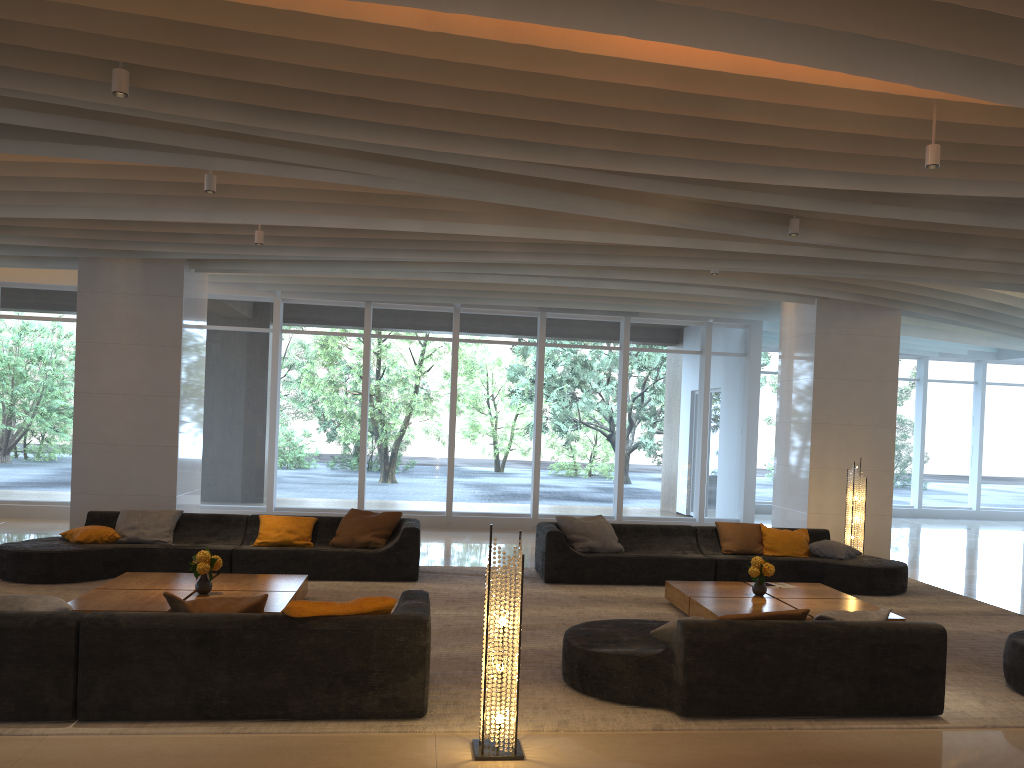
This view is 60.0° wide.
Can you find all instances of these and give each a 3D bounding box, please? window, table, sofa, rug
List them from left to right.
[{"bbox_3d":[-5.310,0.146,11.193,55.464,3.221,21.753,4,-3,-41],"label":"window"},{"bbox_3d":[-2.382,1.550,5.205,3.794,0.582,0.937,3,-2,-8],"label":"sofa"},{"bbox_3d":[-2.940,1.915,7.300,16.292,0.022,5.489,3,-2,-8],"label":"rug"},{"bbox_3d":[-2.613,1.816,7.341,1.608,0.220,1.594,3,-2,-7],"label":"table"},{"bbox_3d":[-3.038,1.698,9.243,4.165,0.583,1.345,3,-2,-9],"label":"sofa"},{"bbox_3d":[2.356,1.951,10.115,4.184,0.582,1.338,2,-2,-1],"label":"sofa"},{"bbox_3d":[1.473,1.737,5.910,2.263,0.577,1.349,3,-2,-7],"label":"sofa"},{"bbox_3d":[2.377,2.045,8.020,1.608,0.220,1.594,3,-2,-7],"label":"table"}]

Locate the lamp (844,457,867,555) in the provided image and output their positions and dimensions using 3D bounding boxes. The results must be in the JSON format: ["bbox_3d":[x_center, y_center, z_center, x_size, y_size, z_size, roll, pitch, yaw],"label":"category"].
[{"bbox_3d":[4.364,1.659,11.272,0.251,1.451,0.249,2,1,-7],"label":"lamp"}]

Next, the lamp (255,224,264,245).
[{"bbox_3d":[-2.653,-2.234,9.392,0.090,1.506,0.088,2,1,-16],"label":"lamp"}]

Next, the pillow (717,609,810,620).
[{"bbox_3d":[1.527,1.565,5.580,0.606,0.392,0.396,2,-1,-5],"label":"pillow"}]

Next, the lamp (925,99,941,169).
[{"bbox_3d":[2.779,-2.172,5.793,0.087,1.506,0.090,3,1,38],"label":"lamp"}]

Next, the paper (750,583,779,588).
[{"bbox_3d":[2.459,1.963,8.635,0.187,0.001,0.254,3,-3,-14],"label":"paper"}]

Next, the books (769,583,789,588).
[{"bbox_3d":[2.558,1.964,8.652,0.215,0.011,0.179,3,-3,-26],"label":"books"}]

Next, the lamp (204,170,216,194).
[{"bbox_3d":[-2.436,-2.318,7.232,0.090,1.506,0.087,2,1,-34],"label":"lamp"}]

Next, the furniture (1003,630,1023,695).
[{"bbox_3d":[3.905,1.949,6.054,0.982,0.364,0.985,2,-2,3],"label":"furniture"}]

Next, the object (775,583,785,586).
[{"bbox_3d":[2.606,1.964,8.675,0.107,0.014,0.178,3,-3,-25],"label":"object"}]

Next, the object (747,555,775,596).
[{"bbox_3d":[2.267,1.745,8.098,0.237,0.377,0.265,2,0,-5],"label":"object"}]

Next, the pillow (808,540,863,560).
[{"bbox_3d":[3.737,1.924,10.248,0.431,0.209,0.597,1,-3,43],"label":"pillow"}]

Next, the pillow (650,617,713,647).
[{"bbox_3d":[1.167,1.594,5.710,0.422,0.247,0.478,1,-2,29],"label":"pillow"}]

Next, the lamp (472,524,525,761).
[{"bbox_3d":[-0.053,1.323,4.632,0.251,1.198,0.249,2,1,-7],"label":"lamp"}]

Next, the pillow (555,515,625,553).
[{"bbox_3d":[0.886,1.699,10.079,0.649,0.378,0.539,3,-2,-29],"label":"pillow"}]

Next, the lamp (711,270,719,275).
[{"bbox_3d":[2.341,-2.003,10.116,0.087,1.506,0.090,3,1,38],"label":"lamp"}]

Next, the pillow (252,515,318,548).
[{"bbox_3d":[-2.445,1.621,9.545,0.640,0.394,0.448,3,-1,-8],"label":"pillow"}]

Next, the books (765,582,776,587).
[{"bbox_3d":[2.478,1.956,8.645,0.113,0.011,0.179,3,-3,-16],"label":"books"}]

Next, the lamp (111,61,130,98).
[{"bbox_3d":[-2.209,-2.403,5.057,0.090,1.506,0.088,2,1,-16],"label":"lamp"}]

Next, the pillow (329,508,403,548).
[{"bbox_3d":[-1.602,1.585,9.740,0.633,0.378,0.552,2,-2,15],"label":"pillow"}]

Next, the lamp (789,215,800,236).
[{"bbox_3d":[2.554,-2.089,7.936,0.087,1.506,0.090,3,1,38],"label":"lamp"}]

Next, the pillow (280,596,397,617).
[{"bbox_3d":[-1.076,1.412,5.243,0.649,0.378,0.539,3,-2,-29],"label":"pillow"}]

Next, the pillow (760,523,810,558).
[{"bbox_3d":[3.185,1.843,10.308,0.606,0.403,0.475,2,-1,0],"label":"pillow"}]

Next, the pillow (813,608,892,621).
[{"bbox_3d":[2.153,1.592,5.773,0.567,0.345,0.455,3,-1,-8],"label":"pillow"}]

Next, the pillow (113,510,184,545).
[{"bbox_3d":[-3.856,1.538,9.350,0.668,0.416,0.460,2,-1,-7],"label":"pillow"}]

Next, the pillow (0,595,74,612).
[{"bbox_3d":[-2.760,1.397,5.088,0.588,0.377,0.419,2,-1,-5],"label":"pillow"}]

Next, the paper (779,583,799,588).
[{"bbox_3d":[2.658,1.974,8.694,0.188,0.001,0.253,3,-3,-20],"label":"paper"}]

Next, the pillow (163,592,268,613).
[{"bbox_3d":[-1.724,1.406,5.228,0.603,0.410,0.442,2,-1,-5],"label":"pillow"}]

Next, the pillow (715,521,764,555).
[{"bbox_3d":[2.680,1.807,10.297,0.579,0.374,0.368,3,-1,-8],"label":"pillow"}]

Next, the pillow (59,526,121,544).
[{"bbox_3d":[-4.366,1.565,9.175,0.457,0.193,0.575,4,-3,-42],"label":"pillow"}]

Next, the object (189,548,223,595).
[{"bbox_3d":[-2.487,1.517,7.197,0.263,0.377,0.238,2,0,15],"label":"object"}]
